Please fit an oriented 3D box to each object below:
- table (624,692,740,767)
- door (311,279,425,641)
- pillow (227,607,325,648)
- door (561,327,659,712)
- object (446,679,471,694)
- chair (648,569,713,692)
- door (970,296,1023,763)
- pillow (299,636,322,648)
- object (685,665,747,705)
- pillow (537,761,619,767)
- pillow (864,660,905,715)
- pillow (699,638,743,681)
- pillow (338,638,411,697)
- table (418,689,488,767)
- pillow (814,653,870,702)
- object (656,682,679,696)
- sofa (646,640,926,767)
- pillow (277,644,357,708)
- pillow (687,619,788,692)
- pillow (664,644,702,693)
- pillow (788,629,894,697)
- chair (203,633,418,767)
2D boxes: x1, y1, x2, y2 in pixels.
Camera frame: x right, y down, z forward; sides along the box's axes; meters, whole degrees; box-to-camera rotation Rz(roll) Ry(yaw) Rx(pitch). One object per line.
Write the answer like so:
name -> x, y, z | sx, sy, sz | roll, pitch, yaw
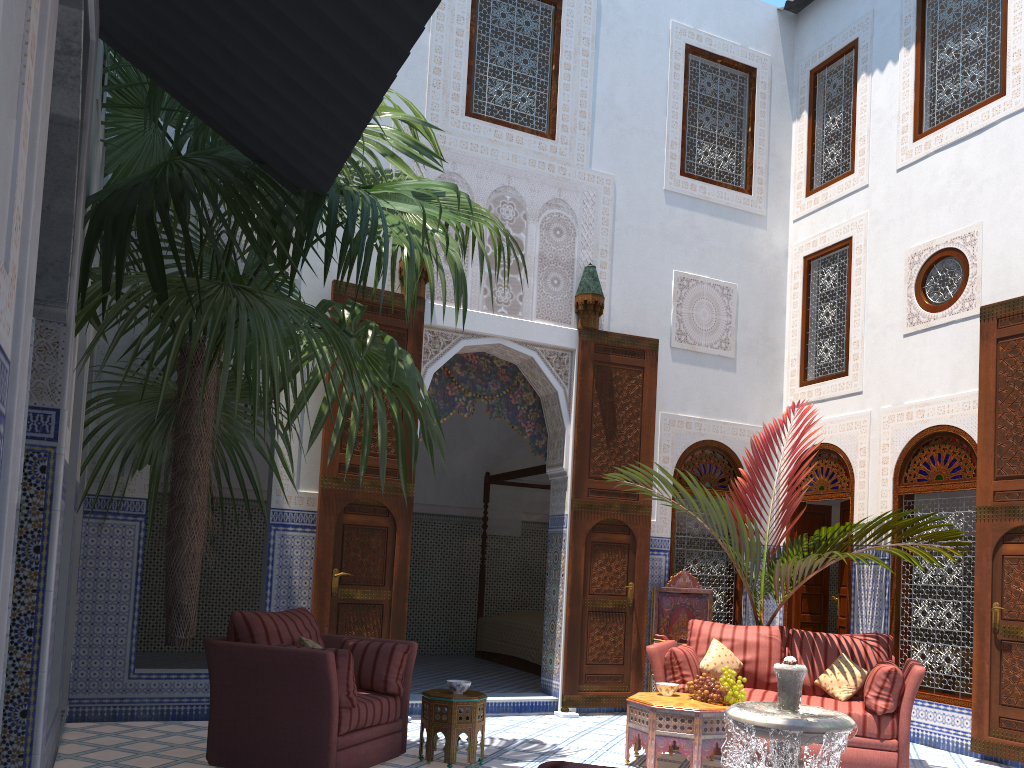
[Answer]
table -> 0.836, 1.699, 4.259 | 0.541, 0.319, 0.545 | 7, -11, -24
door -> -0.846, 0.685, 5.131 | 0.586, 2.491, 0.124 | 5, -4, -29
pillow -> -1.060, 1.224, 4.023 | 0.301, 0.374, 0.593 | 0, -10, 21
door -> 0.652, 0.906, 5.803 | 0.585, 2.491, 0.124 | 4, -4, -19
object -> -0.250, 1.416, 4.090 | 0.118, 0.056, 0.120 | 0, -11, 13
chair -> 1.252, 1.765, 5.784 | 0.487, 1.069, 0.507 | 5, -5, -24
door -> 2.736, 0.760, 4.624 | 0.124, 2.491, 0.585 | 5, -4, -29
pillow -> -0.852, 1.240, 3.889 | 0.262, 0.231, 0.168 | -5, -10, 43
object -> 0.996, 1.484, 4.256 | 0.219, 0.236, 0.307 | 10, -11, -43
pillow -> 0.298, 0.649, 1.018 | 0.581, 0.375, 0.306 | -1, -8, 21
pillow -> 1.865, 1.515, 4.391 | 0.187, 0.239, 0.404 | 0, -10, 22
pillow -> 1.139, 1.525, 4.762 | 0.305, 0.271, 0.134 | 6, -6, -23
pillow -> -0.671, 1.325, 4.109 | 0.396, 0.240, 0.190 | -1, -8, 22
table -> -0.277, 1.606, 4.091 | 0.290, 0.320, 0.292 | 6, -8, -24
pillow -> 1.726, 1.530, 4.580 | 0.147, 0.233, 0.269 | 5, -9, -22
object -> 0.780, 1.536, 4.403 | 0.118, 0.056, 0.120 | 0, -11, 13
sofa -> 1.455, 1.717, 4.733 | 1.360, 0.535, 0.746 | -1, -10, 21
pillow -> -0.826, 1.229, 3.685 | 0.379, 0.250, 0.190 | -1, -7, 22
pillow -> 1.267, 1.553, 4.984 | 0.581, 0.387, 0.296 | -1, -7, 21
pillow -> 0.929, 1.546, 4.741 | 0.187, 0.249, 0.387 | 0, -10, 22
pillow -> 1.795, 1.536, 4.789 | 0.560, 0.370, 0.325 | -1, -8, 21
chair -> -0.935, 1.427, 3.956 | 0.725, 0.535, 0.828 | 0, -10, 21
